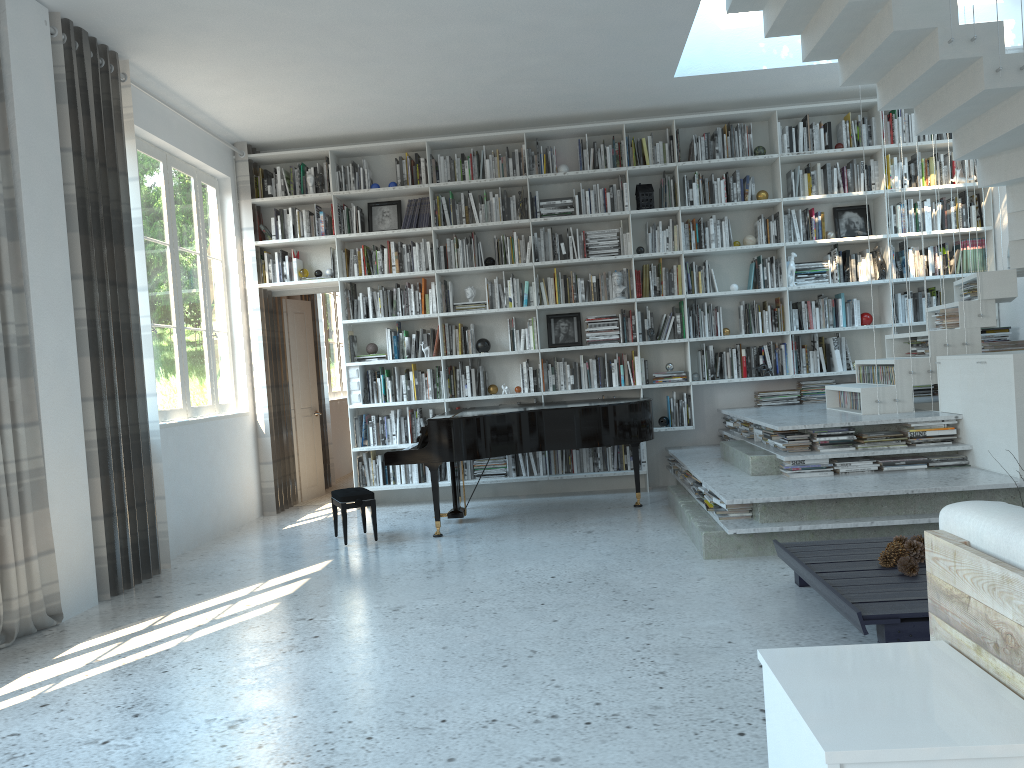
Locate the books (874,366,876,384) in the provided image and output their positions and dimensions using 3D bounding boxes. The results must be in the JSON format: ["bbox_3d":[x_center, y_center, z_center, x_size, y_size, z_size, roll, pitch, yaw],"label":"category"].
[{"bbox_3d":[2.651,-0.068,6.318,0.125,0.125,0.008,-4,2,4],"label":"books"}]

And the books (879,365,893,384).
[{"bbox_3d":[2.644,-0.066,6.222,0.125,0.125,0.016,-4,2,4],"label":"books"}]

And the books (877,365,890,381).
[{"bbox_3d":[2.648,-0.067,6.274,0.125,0.125,0.008,-4,2,4],"label":"books"}]

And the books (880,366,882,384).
[{"bbox_3d":[2.643,-0.065,6.199,0.125,0.125,0.009,-4,2,4],"label":"books"}]

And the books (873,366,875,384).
[{"bbox_3d":[2.652,-0.068,6.343,0.125,0.125,0.007,-4,2,4],"label":"books"}]

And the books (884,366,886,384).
[{"bbox_3d":[2.637,-0.064,6.116,0.125,0.125,0.009,-4,2,4],"label":"books"}]

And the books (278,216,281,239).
[{"bbox_3d":[-2.025,-1.361,7.842,0.022,0.228,0.171,-4,1,4],"label":"books"}]

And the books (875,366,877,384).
[{"bbox_3d":[2.649,-0.067,6.296,0.125,0.125,0.008,-4,2,4],"label":"books"}]

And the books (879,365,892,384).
[{"bbox_3d":[2.645,-0.066,6.233,0.125,0.125,0.009,-4,2,4],"label":"books"}]

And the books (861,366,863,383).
[{"bbox_3d":[2.669,-0.073,6.600,0.125,0.125,0.007,-4,2,4],"label":"books"}]

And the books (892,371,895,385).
[{"bbox_3d":[2.627,-0.059,5.966,0.125,0.123,0.034,-4,2,4],"label":"books"}]

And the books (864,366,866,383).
[{"bbox_3d":[2.665,-0.072,6.537,0.125,0.125,0.007,-4,2,4],"label":"books"}]

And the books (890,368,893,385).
[{"bbox_3d":[2.629,-0.060,5.997,0.125,0.123,0.034,-4,2,4],"label":"books"}]

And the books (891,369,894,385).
[{"bbox_3d":[2.628,-0.059,5.981,0.125,0.123,0.036,-4,2,4],"label":"books"}]

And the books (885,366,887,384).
[{"bbox_3d":[2.636,-0.063,6.100,0.125,0.125,0.007,-4,2,4],"label":"books"}]

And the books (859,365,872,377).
[{"bbox_3d":[2.673,-0.075,6.659,0.125,0.125,0.009,-4,2,4],"label":"books"}]

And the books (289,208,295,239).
[{"bbox_3d":[-1.922,-1.397,7.825,0.021,0.286,0.179,-4,1,4],"label":"books"}]

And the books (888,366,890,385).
[{"bbox_3d":[2.632,-0.062,6.040,0.125,0.125,0.008,-4,2,4],"label":"books"}]

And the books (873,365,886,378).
[{"bbox_3d":[2.653,-0.068,6.351,0.125,0.125,0.007,-4,2,4],"label":"books"}]

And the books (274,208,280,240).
[{"bbox_3d":[-2.067,-1.393,7.858,0.011,0.296,0.162,-4,1,4],"label":"books"}]

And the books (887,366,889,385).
[{"bbox_3d":[2.634,-0.063,6.064,0.125,0.125,0.010,-4,2,4],"label":"books"}]

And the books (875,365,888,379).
[{"bbox_3d":[2.650,-0.067,6.310,0.125,0.125,0.008,-4,2,4],"label":"books"}]

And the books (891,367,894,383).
[{"bbox_3d":[2.628,-0.059,5.973,0.125,0.123,0.034,-4,2,4],"label":"books"}]

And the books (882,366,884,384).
[{"bbox_3d":[2.640,-0.064,6.157,0.125,0.125,0.009,-4,2,4],"label":"books"}]

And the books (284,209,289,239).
[{"bbox_3d":[-1.978,-1.395,7.856,0.028,0.288,0.132,-4,1,4],"label":"books"}]

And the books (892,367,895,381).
[{"bbox_3d":[2.626,-0.058,5.950,0.125,0.123,0.036,-4,2,4],"label":"books"}]

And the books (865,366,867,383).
[{"bbox_3d":[2.664,-0.072,6.513,0.125,0.125,0.007,-4,2,4],"label":"books"}]

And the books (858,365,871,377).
[{"bbox_3d":[2.675,-0.075,6.681,0.125,0.125,0.008,-4,2,4],"label":"books"}]

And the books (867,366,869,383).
[{"bbox_3d":[2.661,-0.071,6.467,0.125,0.125,0.007,-4,2,4],"label":"books"}]

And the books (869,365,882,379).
[{"bbox_3d":[2.659,-0.070,6.438,0.125,0.125,0.008,-4,2,4],"label":"books"}]

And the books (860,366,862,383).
[{"bbox_3d":[2.671,-0.074,6.626,0.125,0.125,0.012,-4,2,4],"label":"books"}]

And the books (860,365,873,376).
[{"bbox_3d":[2.672,-0.074,6.635,0.125,0.125,0.010,-4,2,4],"label":"books"}]

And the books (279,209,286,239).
[{"bbox_3d":[-2.005,-1.390,7.835,0.023,0.282,0.186,-4,1,4],"label":"books"}]

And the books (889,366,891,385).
[{"bbox_3d":[2.631,-0.062,6.025,0.125,0.125,0.008,-4,2,4],"label":"books"}]

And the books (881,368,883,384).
[{"bbox_3d":[2.642,-0.065,6.181,0.125,0.125,0.012,-4,2,4],"label":"books"}]

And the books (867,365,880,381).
[{"bbox_3d":[2.662,-0.071,6.483,0.125,0.125,0.008,-4,2,4],"label":"books"}]

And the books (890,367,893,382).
[{"bbox_3d":[2.629,-0.059,5.989,0.125,0.123,0.035,-4,2,4],"label":"books"}]

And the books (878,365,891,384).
[{"bbox_3d":[2.646,-0.066,6.253,0.125,0.125,0.009,-4,2,4],"label":"books"}]

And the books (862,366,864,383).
[{"bbox_3d":[2.668,-0.073,6.577,0.125,0.125,0.008,-4,2,4],"label":"books"}]

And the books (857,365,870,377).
[{"bbox_3d":[2.676,-0.075,6.705,0.125,0.125,0.008,-4,2,4],"label":"books"}]

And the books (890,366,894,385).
[{"bbox_3d":[2.631,-0.062,6.015,0.125,0.125,0.011,-4,2,4],"label":"books"}]

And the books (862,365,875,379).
[{"bbox_3d":[2.669,-0.073,6.592,0.125,0.125,0.007,-4,2,4],"label":"books"}]

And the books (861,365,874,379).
[{"bbox_3d":[2.670,-0.074,6.615,0.125,0.125,0.008,-4,2,4],"label":"books"}]

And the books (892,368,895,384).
[{"bbox_3d":[2.627,-0.059,5.958,0.125,0.123,0.035,-4,2,4],"label":"books"}]

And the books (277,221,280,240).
[{"bbox_3d":[-2.045,-1.342,7.870,0.024,0.192,0.138,-4,1,4],"label":"books"}]

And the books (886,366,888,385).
[{"bbox_3d":[2.635,-0.063,6.079,0.125,0.125,0.008,-4,2,4],"label":"books"}]

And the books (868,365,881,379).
[{"bbox_3d":[2.660,-0.071,6.460,0.125,0.125,0.007,-4,2,4],"label":"books"}]

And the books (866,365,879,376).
[{"bbox_3d":[2.663,-0.071,6.499,0.125,0.125,0.008,-4,2,4],"label":"books"}]

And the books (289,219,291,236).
[{"bbox_3d":[-1.933,-1.358,7.843,0.010,0.209,0.165,-4,1,4],"label":"books"}]

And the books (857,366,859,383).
[{"bbox_3d":[2.676,-0.075,6.697,0.125,0.125,0.008,-4,2,4],"label":"books"}]

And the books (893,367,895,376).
[{"bbox_3d":[2.625,-0.058,5.935,0.125,0.123,0.034,-4,2,4],"label":"books"}]

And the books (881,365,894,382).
[{"bbox_3d":[2.642,-0.065,6.191,0.125,0.125,0.007,-4,2,4],"label":"books"}]

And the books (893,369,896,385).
[{"bbox_3d":[2.626,-0.058,5.943,0.125,0.123,0.035,-4,2,4],"label":"books"}]

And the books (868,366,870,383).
[{"bbox_3d":[2.659,-0.070,6.445,0.125,0.125,0.008,-4,2,4],"label":"books"}]

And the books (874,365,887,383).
[{"bbox_3d":[2.652,-0.068,6.336,0.125,0.125,0.007,-4,2,4],"label":"books"}]

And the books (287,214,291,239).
[{"bbox_3d":[-1.951,-1.372,7.854,0.024,0.239,0.155,-4,1,4],"label":"books"}]

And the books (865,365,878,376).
[{"bbox_3d":[2.664,-0.072,6.522,0.125,0.125,0.009,-4,2,4],"label":"books"}]

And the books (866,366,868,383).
[{"bbox_3d":[2.662,-0.071,6.491,0.125,0.125,0.008,-4,2,4],"label":"books"}]

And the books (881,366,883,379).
[{"bbox_3d":[2.641,-0.064,6.171,0.125,0.125,0.018,-4,2,4],"label":"books"}]
